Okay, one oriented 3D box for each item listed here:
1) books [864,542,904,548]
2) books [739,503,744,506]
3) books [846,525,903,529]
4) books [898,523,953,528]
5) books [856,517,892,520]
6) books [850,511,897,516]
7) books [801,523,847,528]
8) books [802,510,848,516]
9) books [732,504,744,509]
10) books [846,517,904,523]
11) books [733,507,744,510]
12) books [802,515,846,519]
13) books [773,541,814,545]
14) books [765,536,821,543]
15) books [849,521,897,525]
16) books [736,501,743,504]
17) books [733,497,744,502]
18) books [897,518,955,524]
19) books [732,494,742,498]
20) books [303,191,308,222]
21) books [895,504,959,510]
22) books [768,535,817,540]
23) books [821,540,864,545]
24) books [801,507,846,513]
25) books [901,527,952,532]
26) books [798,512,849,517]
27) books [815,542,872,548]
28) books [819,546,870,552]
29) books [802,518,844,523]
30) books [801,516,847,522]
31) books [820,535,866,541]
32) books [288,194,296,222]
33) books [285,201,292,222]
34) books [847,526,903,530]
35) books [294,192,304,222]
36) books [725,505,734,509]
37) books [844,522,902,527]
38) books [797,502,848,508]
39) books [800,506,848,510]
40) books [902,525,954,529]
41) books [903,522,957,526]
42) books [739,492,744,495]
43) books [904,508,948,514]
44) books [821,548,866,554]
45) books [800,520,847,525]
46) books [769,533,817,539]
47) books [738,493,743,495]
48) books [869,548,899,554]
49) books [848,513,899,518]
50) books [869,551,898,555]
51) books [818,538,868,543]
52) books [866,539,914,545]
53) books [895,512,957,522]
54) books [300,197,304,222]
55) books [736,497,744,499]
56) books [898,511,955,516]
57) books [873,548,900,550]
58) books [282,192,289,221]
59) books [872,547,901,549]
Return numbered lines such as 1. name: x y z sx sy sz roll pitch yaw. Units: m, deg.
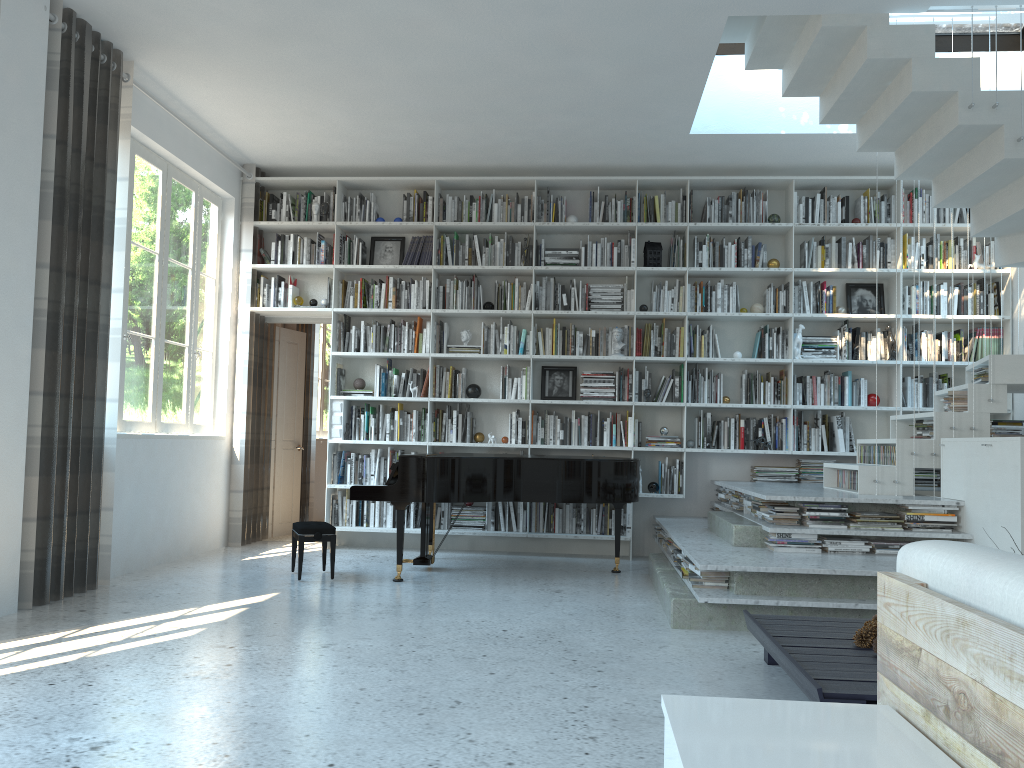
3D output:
1. books: 2.178 0.916 5.044 0.287 0.018 0.190 1 -4 4
2. books: 1.713 0.864 6.344 0.138 0.017 0.237 1 -4 4
3. books: 2.107 0.832 5.178 0.287 0.005 0.165 1 -4 10
4. books: 2.406 0.820 5.171 0.262 0.016 0.132 1 -4 0
5. books: 2.109 0.781 5.192 0.179 0.010 0.160 1 -4 7
6. books: 2.109 0.757 5.181 0.203 0.011 0.173 1 -4 0
7. books: 1.828 0.829 5.204 0.216 0.015 0.178 1 -4 3
8. books: 1.829 0.755 5.196 0.230 0.015 0.190 1 -4 10
9. books: 1.690 0.879 6.345 0.178 0.014 0.247 1 -4 3
10. books: 2.107 0.792 5.169 0.273 0.014 0.188 1 -4 0
11. books: 1.683 0.891 6.345 0.182 0.011 0.253 1 -4 9
12. books: 1.830 0.779 5.213 0.210 0.012 0.168 1 -4 6
13. books: 1.612 0.907 5.099 0.210 0.012 0.168 1 -4 9
14. books: 1.613 0.895 5.104 0.292 0.012 0.159 1 -4 8
15. books: 2.108 0.808 5.183 0.214 0.015 0.177 1 -4 6
16. books: 1.701 0.846 6.346 0.159 0.018 0.203 1 -4 3
17. books: 1.693 0.829 6.348 0.179 0.017 0.293 1 -4 6
18. books: 2.406 0.796 5.167 0.268 0.014 0.160 1 -4 4
19. books: 1.690 0.804 6.350 0.187 0.009 0.261 1 -4 4
20. books: -1.784 -1.512 7.716 0.014 0.304 0.145 1 -3 5
21. books: 2.407 0.716 5.151 0.285 0.013 0.181 1 -4 0
22. books: 1.614 0.885 5.117 0.257 0.010 0.132 1 -4 9
23. books: 1.897 0.907 5.094 0.211 0.018 0.134 1 -4 8
24. books: 1.832 0.740 5.222 0.221 0.018 0.154 1 -4 6
25. books: 2.405 0.841 5.154 0.220 0.011 0.177 1 -4 3
26. books: 1.830 0.768 5.216 0.260 0.009 0.153 1 -4 8
27. books: 1.896 0.921 5.082 0.272 0.012 0.158 1 -4 3
28. books: 1.894 0.936 5.070 0.232 0.019 0.169 1 -4 0
29. books: 1.830 0.804 5.225 0.207 0.012 0.131 1 -4 1
30. books: 1.829 0.790 5.202 0.215 0.013 0.189 1 -4 4
31. books: 1.897 0.886 5.091 0.220 0.013 0.149 1 -4 4
32. books: -1.891 -1.495 7.704 0.057 0.262 0.191 1 -3 5
33. books: -1.925 -1.467 7.712 0.030 0.206 0.175 1 -3 5
34. books: 2.107 0.838 5.178 0.291 0.007 0.174 1 -4 8
35. books: -1.842 -1.503 7.716 0.039 0.282 0.182 1 -3 5
36. books: 1.713 0.920 6.630 0.183 0.012 0.296 1 -4 4
37. books: 2.109 0.823 5.198 0.293 0.014 0.134 1 -4 2
38. books: 1.833 0.715 5.236 0.261 0.016 0.129 1 -4 4
39. books: 1.831 0.726 5.215 0.228 0.009 0.159 1 -4 1
40. books: 2.406 0.831 5.164 0.259 0.009 0.152 1 -4 2
41. books: 2.404 0.806 5.146 0.281 0.008 0.181 1 -4 10
42. books: 1.705 0.773 6.350 0.139 0.028 0.262 1 -4 10
43. books: 2.407 0.735 5.161 0.192 0.024 0.167 1 -4 10
44. books: 1.895 0.954 5.084 0.208 0.015 0.152 1 -4 3
45. books: 1.830 0.816 5.219 0.227 0.013 0.148 1 -4 3
46. books: 1.614 0.866 5.104 0.234 0.025 0.157 1 -4 0
47. books: 1.716 0.794 6.348 0.128 0.013 0.296 1 -4 3
48. books: 2.178 0.948 5.045 0.250 0.018 0.177 1 -4 8
49. books: 2.109 0.769 5.187 0.245 0.013 0.173 1 -4 4
50. books: 2.179 0.962 5.065 0.249 0.009 0.144 1 -4 4
51. books: 1.897 0.895 5.089 0.242 0.005 0.152 1 -4 6
52. books: 2.172 0.903 5.055 0.275 0.009 0.176 1 -4 5
53. books: 2.406 0.774 5.159 0.284 0.030 0.177 1 -4 6
54. books: -1.806 -1.488 7.731 0.030 0.257 0.130 1 -3 5
55. books: 1.696 0.815 6.349 0.161 0.012 0.254 1 -4 9
56. books: 2.406 0.752 5.153 0.261 0.012 0.179 1 -4 9
57. books: 2.178 0.936 5.052 0.254 0.005 0.161 1 -4 1
58. books: -1.952 -1.505 7.726 0.028 0.283 0.189 1 -3 5
59. books: 2.180 0.931 5.069 0.273 0.009 0.129 1 -4 8
